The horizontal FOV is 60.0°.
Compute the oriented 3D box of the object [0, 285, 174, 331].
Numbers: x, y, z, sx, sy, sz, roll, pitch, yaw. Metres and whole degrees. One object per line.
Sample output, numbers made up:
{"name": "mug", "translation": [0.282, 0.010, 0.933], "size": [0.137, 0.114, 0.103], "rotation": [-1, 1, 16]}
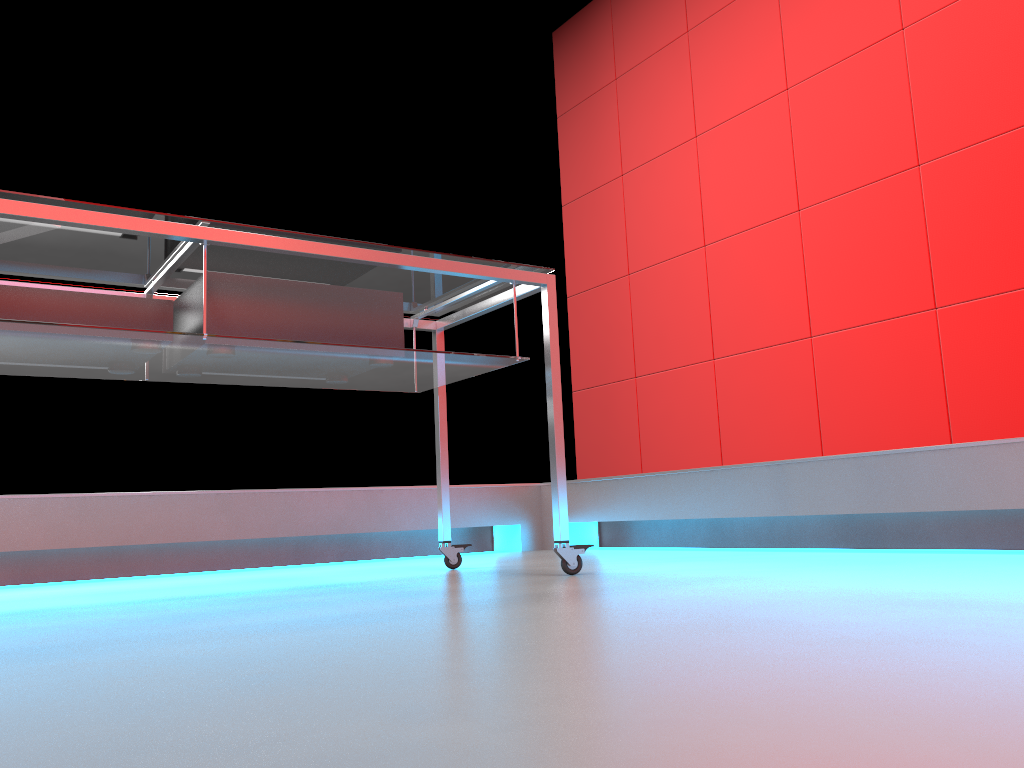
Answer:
{"name": "object", "translation": [-0.929, -0.098, 1.724], "size": [0.435, 0.092, 0.365], "rotation": [3, -10, -33]}

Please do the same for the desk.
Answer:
{"name": "desk", "translation": [-0.662, 0.084, 1.795], "size": [1.617, 0.690, 0.594], "rotation": [3, -10, -33]}

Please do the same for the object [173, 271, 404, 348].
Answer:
{"name": "object", "translation": [-0.521, -0.108, 2.003], "size": [0.431, 0.158, 0.371], "rotation": [3, -10, -33]}
